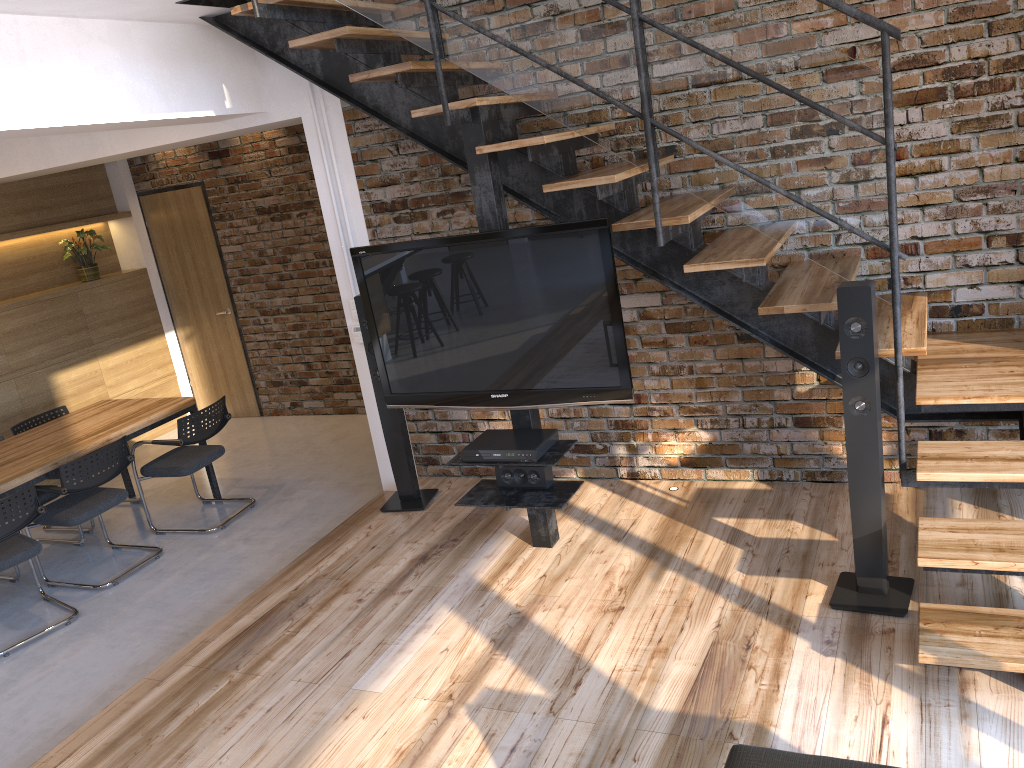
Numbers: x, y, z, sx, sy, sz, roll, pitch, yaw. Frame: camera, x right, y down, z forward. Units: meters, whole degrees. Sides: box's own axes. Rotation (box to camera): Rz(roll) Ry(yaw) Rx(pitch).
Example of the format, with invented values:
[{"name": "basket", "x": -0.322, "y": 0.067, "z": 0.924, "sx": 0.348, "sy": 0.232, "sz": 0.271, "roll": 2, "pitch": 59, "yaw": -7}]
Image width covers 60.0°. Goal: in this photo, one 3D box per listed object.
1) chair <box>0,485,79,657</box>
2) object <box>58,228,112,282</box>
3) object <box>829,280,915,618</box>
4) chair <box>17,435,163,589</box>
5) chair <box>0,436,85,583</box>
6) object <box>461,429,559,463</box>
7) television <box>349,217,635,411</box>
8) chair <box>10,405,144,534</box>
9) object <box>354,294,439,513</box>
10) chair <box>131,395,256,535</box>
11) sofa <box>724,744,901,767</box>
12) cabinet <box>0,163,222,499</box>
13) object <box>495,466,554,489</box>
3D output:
[{"name": "chair", "x": -2.707, "y": 0.943, "z": 4.641, "sx": 0.540, "sy": 0.771, "sz": 0.518, "roll": 4, "pitch": 21, "yaw": 40}, {"name": "object", "x": -3.614, "y": -1.088, "z": 7.561, "sx": 0.389, "sy": 0.477, "sz": 0.343, "roll": -18, "pitch": 18, "yaw": -27}, {"name": "object", "x": 1.267, "y": 0.231, "z": 3.187, "sx": 0.271, "sy": 1.211, "sz": 0.270, "roll": 0, "pitch": 19, "yaw": 30}, {"name": "chair", "x": -2.498, "y": 0.744, "z": 5.224, "sx": 0.540, "sy": 0.771, "sz": 0.517, "roll": -2, "pitch": 18, "yaw": 26}, {"name": "chair", "x": -3.139, "y": 0.764, "z": 5.542, "sx": 0.540, "sy": 0.771, "sz": 0.517, "roll": -2, "pitch": 18, "yaw": 26}, {"name": "object", "x": -0.010, "y": 0.274, "z": 3.911, "sx": 0.360, "sy": 0.058, "sz": 0.274, "roll": -2, "pitch": 17, "yaw": 26}, {"name": "television", "x": -0.087, "y": -0.265, "z": 3.808, "sx": 1.207, "sy": 0.786, "sz": 0.135, "roll": -2, "pitch": 18, "yaw": 26}, {"name": "chair", "x": -3.003, "y": 0.575, "z": 6.138, "sx": 0.540, "sy": 0.771, "sz": 0.517, "roll": -3, "pitch": 17, "yaw": 21}, {"name": "object", "x": -0.672, "y": 0.097, "z": 4.850, "sx": 0.271, "sy": 1.211, "sz": 0.270, "roll": -5, "pitch": 17, "yaw": 16}, {"name": "chair", "x": -2.087, "y": 0.521, "z": 5.772, "sx": 0.540, "sy": 0.771, "sz": 0.517, "roll": -3, "pitch": 17, "yaw": 21}, {"name": "sofa", "x": -0.562, "y": 1.454, "z": 0.869, "sx": 2.999, "sy": 0.703, "sz": 3.031, "roll": -2, "pitch": 17, "yaw": 26}, {"name": "cabinet", "x": -4.552, "y": 0.384, "z": 3.807, "sx": 2.474, "sy": 2.883, "sz": 9.077, "roll": -2, "pitch": 17, "yaw": 26}, {"name": "object", "x": 0.055, "y": 0.412, "z": 4.024, "sx": 0.247, "sy": 0.112, "sz": 0.088, "roll": -2, "pitch": 18, "yaw": 26}]
